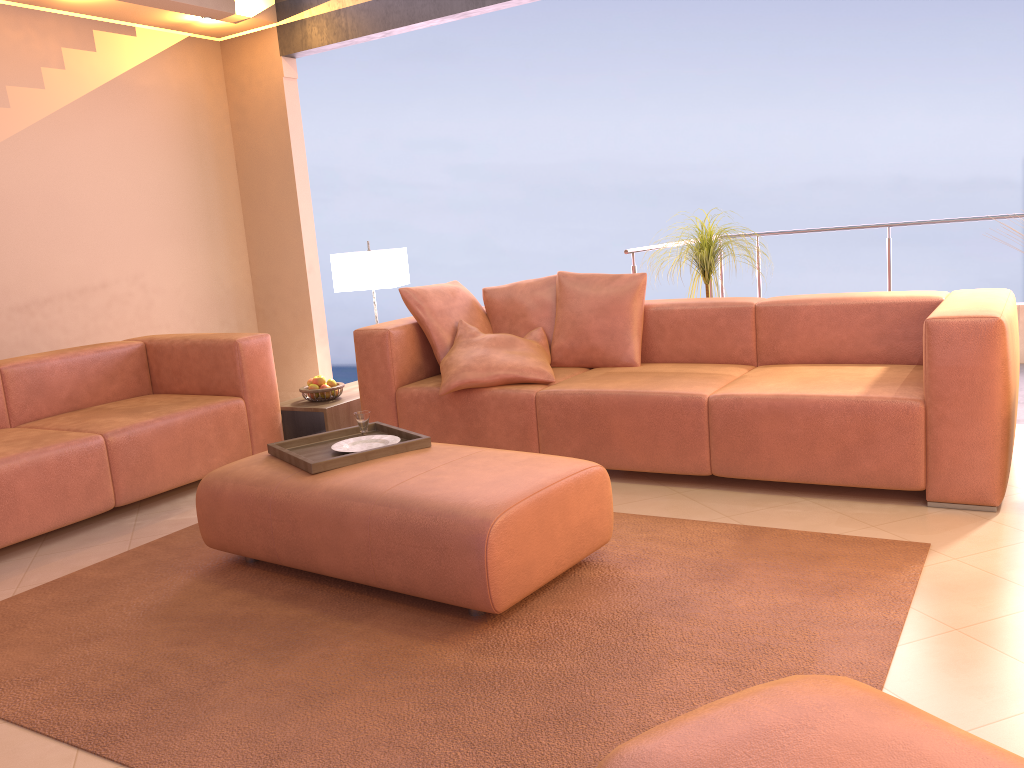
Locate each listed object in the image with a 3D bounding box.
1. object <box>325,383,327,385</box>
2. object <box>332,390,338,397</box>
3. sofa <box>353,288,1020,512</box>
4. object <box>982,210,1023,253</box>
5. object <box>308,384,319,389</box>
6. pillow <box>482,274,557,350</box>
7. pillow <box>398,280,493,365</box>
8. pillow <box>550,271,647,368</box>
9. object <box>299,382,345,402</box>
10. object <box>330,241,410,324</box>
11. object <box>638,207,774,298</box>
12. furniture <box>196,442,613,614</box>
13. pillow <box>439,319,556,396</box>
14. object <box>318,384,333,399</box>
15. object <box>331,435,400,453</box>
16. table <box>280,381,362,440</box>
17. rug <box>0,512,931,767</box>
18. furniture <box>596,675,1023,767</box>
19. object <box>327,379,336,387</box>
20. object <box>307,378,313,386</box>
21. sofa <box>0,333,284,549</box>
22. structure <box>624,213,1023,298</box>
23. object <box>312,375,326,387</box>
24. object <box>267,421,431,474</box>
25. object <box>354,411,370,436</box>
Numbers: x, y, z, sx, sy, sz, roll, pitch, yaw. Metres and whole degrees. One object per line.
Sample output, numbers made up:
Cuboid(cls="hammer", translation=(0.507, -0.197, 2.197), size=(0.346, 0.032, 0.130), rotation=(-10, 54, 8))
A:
Cuboid(cls="object", translation=(-0.986, 0.028, 4.687), size=(0.077, 0.065, 0.076), rotation=(4, 13, 42))
Cuboid(cls="object", translation=(-0.932, 0.043, 4.661), size=(0.046, 0.046, 0.055), rotation=(-3, 10, 9))
Cuboid(cls="sofa", translation=(0.655, -0.007, 3.961), size=(2.781, 0.672, 0.943), rotation=(1, 11, 31))
Cuboid(cls="object", translation=(2.024, -0.374, 2.844), size=(0.700, 0.634, 0.703), rotation=(-7, 10, -12))
Cuboid(cls="object", translation=(-1.028, 0.023, 4.599), size=(0.055, 0.047, 0.045), rotation=(-3, 10, 8))
Cuboid(cls="pillow", translation=(0.075, -0.319, 4.430), size=(0.492, 0.446, 0.255), rotation=(-2, 10, 15))
Cuboid(cls="pillow", translation=(-0.275, -0.282, 4.428), size=(0.314, 0.455, 0.519), rotation=(0, 11, 28))
Cuboid(cls="pillow", translation=(0.408, -0.310, 4.224), size=(0.470, 0.468, 0.211), rotation=(0, 11, 26))
Cuboid(cls="object", translation=(-0.996, 0.046, 4.665), size=(0.235, 0.071, 0.235), rotation=(-1, 11, 23))
Cuboid(cls="object", translation=(-0.781, -0.417, 5.087), size=(0.344, 0.799, 0.344), rotation=(-3, 10, 10))
Cuboid(cls="object", translation=(1.071, -0.411, 4.863), size=(0.703, 1.088, 0.729), rotation=(-5, 10, 0))
Cuboid(cls="furniture", translation=(-0.383, 0.394, 2.945), size=(1.291, 0.301, 0.685), rotation=(2, 12, 36))
Cuboid(cls="pillow", translation=(-0.077, -0.148, 4.097), size=(0.517, 0.292, 0.514), rotation=(-5, 10, 1))
Cuboid(cls="object", translation=(-0.971, 0.039, 4.615), size=(0.074, 0.076, 0.072), rotation=(4, 13, 41))
Cuboid(cls="object", translation=(-0.508, 0.215, 3.093), size=(0.240, 0.018, 0.240), rotation=(-6, 10, -4))
Cuboid(cls="table", translation=(-0.853, 0.163, 4.913), size=(0.412, 0.268, 0.918), rotation=(1, 11, 31))
Cuboid(cls="rug", translation=(-0.306, 0.643, 2.633), size=(2.626, 0.005, 1.833), rotation=(1, 11, 31))
Cuboid(cls="furniture", translation=(0.528, 0.701, 1.418), size=(0.659, 0.226, 0.699), rotation=(-10, 11, -28))
Cuboid(cls="object", translation=(-0.946, -0.001, 4.647), size=(0.051, 0.053, 0.045), rotation=(-12, 12, -35))
Cuboid(cls="object", translation=(-1.052, -0.007, 4.667), size=(0.047, 0.046, 0.054), rotation=(-2, 10, 18))
Cuboid(cls="sofa", translation=(-2.255, 0.309, 3.572), size=(0.943, 0.672, 2.781), rotation=(1, 11, 31))
Cuboid(cls="structure", translation=(2.808, -0.602, 4.593), size=(4.176, 0.541, 1.663), rotation=(1, 11, 31))
Cuboid(cls="object", translation=(-1.008, -0.013, 4.635), size=(0.069, 0.061, 0.068), rotation=(-6, 10, -7))
Cuboid(cls="object", translation=(-0.575, 0.215, 3.105), size=(0.436, 0.034, 0.421), rotation=(-11, 12, -33))
Cuboid(cls="object", translation=(-0.549, 0.150, 3.276), size=(0.061, 0.091, 0.061), rotation=(-2, 10, 16))
